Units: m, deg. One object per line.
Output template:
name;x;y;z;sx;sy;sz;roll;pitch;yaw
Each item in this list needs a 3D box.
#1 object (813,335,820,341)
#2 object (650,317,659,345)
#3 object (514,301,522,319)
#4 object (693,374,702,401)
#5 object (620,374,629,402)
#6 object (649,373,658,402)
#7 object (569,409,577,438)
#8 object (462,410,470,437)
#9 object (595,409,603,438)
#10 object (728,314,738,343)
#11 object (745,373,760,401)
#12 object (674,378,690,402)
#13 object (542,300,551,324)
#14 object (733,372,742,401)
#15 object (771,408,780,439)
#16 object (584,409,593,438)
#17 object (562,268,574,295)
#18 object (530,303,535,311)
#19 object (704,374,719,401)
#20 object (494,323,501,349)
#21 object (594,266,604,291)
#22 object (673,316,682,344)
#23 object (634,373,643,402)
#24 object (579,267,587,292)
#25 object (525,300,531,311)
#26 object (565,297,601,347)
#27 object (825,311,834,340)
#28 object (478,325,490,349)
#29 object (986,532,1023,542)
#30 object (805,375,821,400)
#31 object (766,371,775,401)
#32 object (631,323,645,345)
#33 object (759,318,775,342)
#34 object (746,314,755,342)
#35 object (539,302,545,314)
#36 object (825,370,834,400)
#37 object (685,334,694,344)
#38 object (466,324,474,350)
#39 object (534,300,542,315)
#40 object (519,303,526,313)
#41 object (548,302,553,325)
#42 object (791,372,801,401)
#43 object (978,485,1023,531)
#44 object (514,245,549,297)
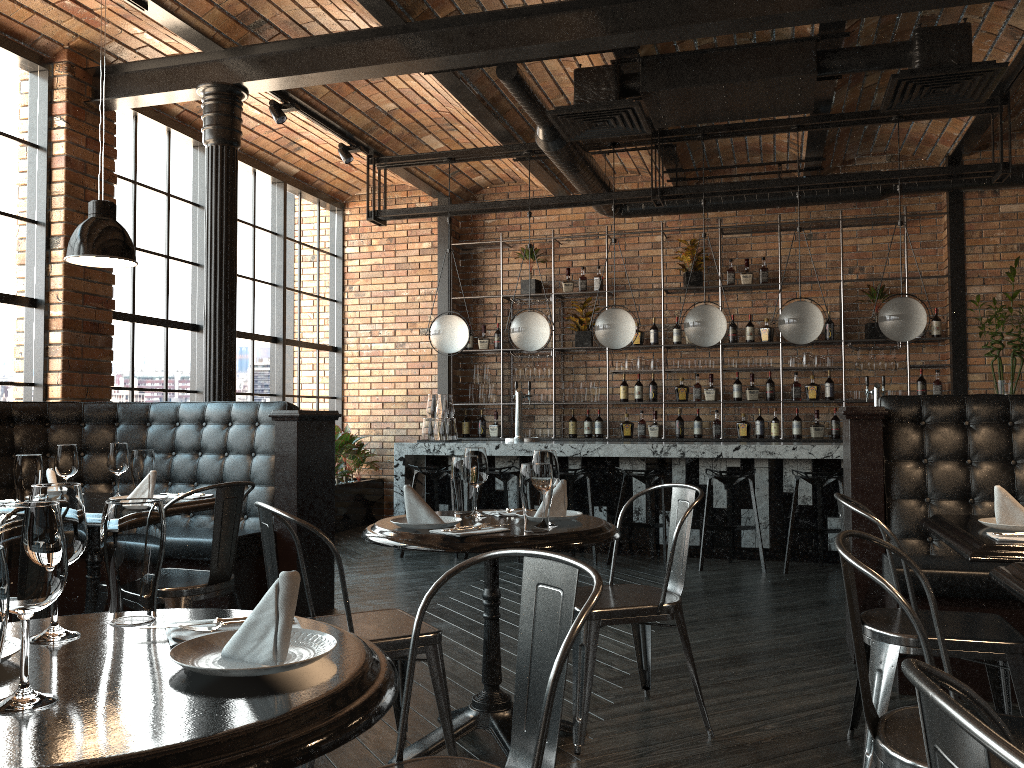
object;2.921;-0.545;8.603;0.123;0.279;0.123;-1;-2;25
object;1.455;-0.532;9.070;0.086;0.298;0.086;1;-2;-24
object;0.065;-0.753;9.385;0.092;0.244;0.092;-1;-2;22
object;1.864;0.039;8.912;0.083;0.282;0.083;-1;-2;17
object;1.156;0.043;9.130;0.086;0.299;0.086;1;-2;-24
object;1.440;0.038;9.042;0.086;0.297;0.086;1;-2;-24
object;0.638;0.413;9.271;0.086;0.299;0.086;1;-2;-24
object;-0.497;0.430;9.610;0.086;0.299;0.086;1;-2;-24
object;0.903;0.409;9.193;0.086;0.298;0.086;1;-2;-24
object;2.202;-0.545;8.836;0.086;0.299;0.086;1;-2;-24
object;2.371;0.034;8.746;0.123;0.279;0.123;0;-2;5
object;1.716;0.059;8.955;0.151;0.248;0.094;0;-2;6
object;0.365;-0.757;9.295;0.092;0.244;0.092;-1;-2;22
object;2.241;0.026;8.807;0.086;0.298;0.086;1;-2;-24
object;2.580;0.385;8.685;0.080;0.299;0.080;-1;-2;19
object;0.796;0.411;9.250;0.086;0.298;0.086;1;-2;-24
object;0.593;-1.083;9.336;0.123;0.279;0.123;0;-2;5
object;0.218;-0.748;9.511;0.092;0.244;0.092;-1;-2;22
object;1.993;0.039;8.859;0.123;0.279;0.123;-1;-3;30
object;-0.148;-0.510;9.538;0.086;0.299;0.086;1;-2;-24
object;0.903;-1.090;9.242;0.083;0.282;0.083;-2;-3;32
object;1.678;-0.536;8.997;0.086;0.298;0.086;1;-2;-24
object;1.303;0.040;9.112;0.086;0.298;0.086;1;-2;-24
object;0.743;-1.087;9.290;0.083;0.282;0.083;0;-2;2
object;0.171;-0.754;9.353;0.092;0.244;0.092;-1;-2;22
object;0.758;-0.636;9.239;0.430;0.526;0.425;-1;-3;29
object;3.070;-0.557;8.577;0.086;0.297;0.086;1;-2;-24
object;-0.302;-0.498;9.566;0.123;0.279;0.123;0;-2;6
object;1.502;0.432;2.524;0.255;0.019;0.157;-1;-2;17
object;2.916;0.042;8.596;0.151;0.248;0.094;-1;-2;26
object;2.538;0.021;8.714;0.086;0.299;0.086;1;-2;-24
object;1.287;-0.505;9.104;0.151;0.248;0.094;-1;-2;20
object;2.512;-0.523;8.739;0.094;0.248;0.151;2;-3;-45
object;2.368;-0.546;8.816;0.086;0.298;0.086;1;-2;-24
object;0.313;-0.750;9.483;0.092;0.244;0.092;-1;-2;22
object;3.067;0.015;8.567;0.086;0.298;0.086;1;-2;-24
object;1.807;-0.528;8.936;0.123;0.279;0.123;0;-2;5
object;-0.460;-0.504;9.660;0.086;0.298;0.086;1;-2;-24
object;0.265;-0.756;9.325;0.092;0.244;0.092;-1;-2;22
object;0.112;-0.747;9.543;0.092;0.244;0.092;-1;-2;22
object;0.412;-0.751;9.453;0.092;0.244;0.092;-1;-2;22
object;2.769;0.026;8.642;0.083;0.282;0.083;0;-2;2
object;1.586;0.387;2.769;0.232;0.139;0.232;1;-2;-25
object;0.206;-1.214;9.482;0.377;0.554;0.422;0;-2;4
